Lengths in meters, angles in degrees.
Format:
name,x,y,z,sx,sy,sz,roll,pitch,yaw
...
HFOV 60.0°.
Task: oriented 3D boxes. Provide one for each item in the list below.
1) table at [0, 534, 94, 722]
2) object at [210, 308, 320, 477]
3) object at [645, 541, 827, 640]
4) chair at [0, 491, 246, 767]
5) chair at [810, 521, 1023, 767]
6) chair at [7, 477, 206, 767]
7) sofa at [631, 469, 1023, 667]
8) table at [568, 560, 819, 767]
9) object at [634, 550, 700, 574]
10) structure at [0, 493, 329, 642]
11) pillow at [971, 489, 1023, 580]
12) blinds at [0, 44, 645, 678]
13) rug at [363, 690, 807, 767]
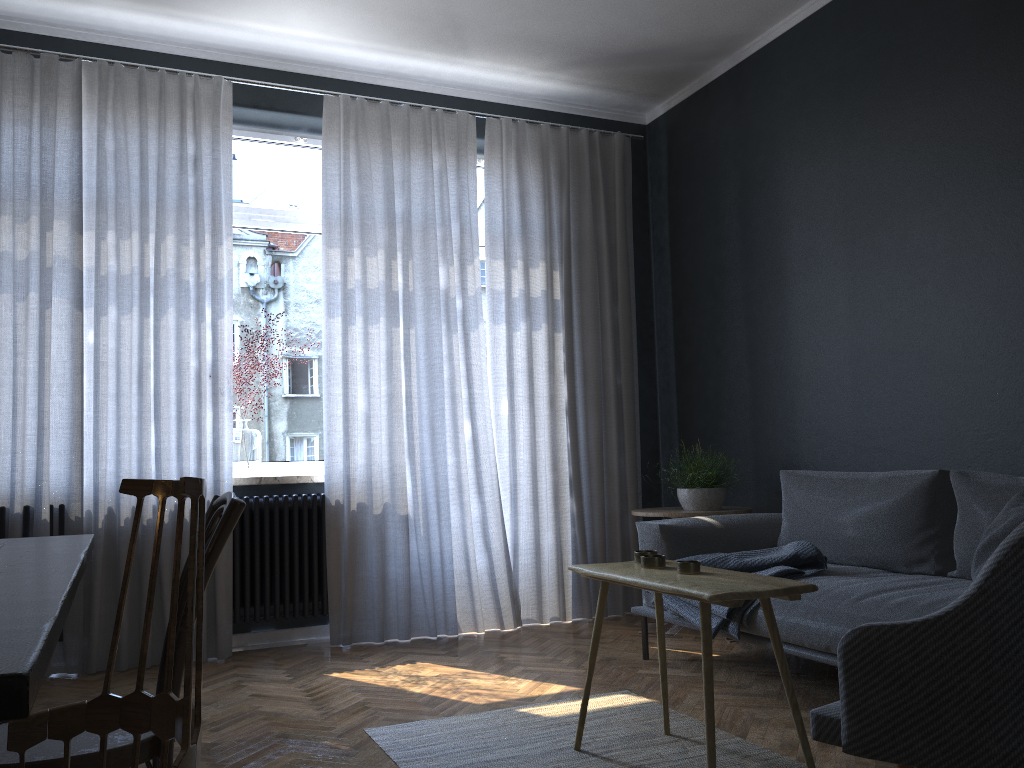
name,x,y,z,sx,sy,sz,roll,pitch,yaw
table,-1.145,0.624,1.065,1.126,0.726,1.606,0,-6,-24
object,-1.289,0.055,4.415,0.599,0.808,0.514,-6,-6,40
object,0.874,0.772,3.460,0.490,0.329,0.667,0,-5,-19
chair,-0.744,0.616,1.616,0.467,0.819,0.363,0,-5,-24
chair,0.889,0.568,1.599,0.495,0.810,0.645,-6,-7,44
chair,-0.531,0.539,0.999,0.384,0.855,0.456,2,-6,-39
sofa,1.386,0.696,3.060,0.970,0.797,2.343,1,-6,-24
table,0.467,0.791,2.415,0.339,0.549,0.788,0,-5,-24
object,0.429,0.515,2.571,0.103,0.033,0.369,-1,-5,-13
structure,-1.661,0.843,4.150,1.846,0.600,0.216,1,-5,-24
pillow,1.582,0.458,2.485,0.442,0.361,0.798,-1,-5,-6
blinds,-1.030,-0.107,4.446,3.993,2.785,0.313,0,-5,-24
rug,0.372,1.048,2.202,1.003,0.013,2.013,1,-6,-24
